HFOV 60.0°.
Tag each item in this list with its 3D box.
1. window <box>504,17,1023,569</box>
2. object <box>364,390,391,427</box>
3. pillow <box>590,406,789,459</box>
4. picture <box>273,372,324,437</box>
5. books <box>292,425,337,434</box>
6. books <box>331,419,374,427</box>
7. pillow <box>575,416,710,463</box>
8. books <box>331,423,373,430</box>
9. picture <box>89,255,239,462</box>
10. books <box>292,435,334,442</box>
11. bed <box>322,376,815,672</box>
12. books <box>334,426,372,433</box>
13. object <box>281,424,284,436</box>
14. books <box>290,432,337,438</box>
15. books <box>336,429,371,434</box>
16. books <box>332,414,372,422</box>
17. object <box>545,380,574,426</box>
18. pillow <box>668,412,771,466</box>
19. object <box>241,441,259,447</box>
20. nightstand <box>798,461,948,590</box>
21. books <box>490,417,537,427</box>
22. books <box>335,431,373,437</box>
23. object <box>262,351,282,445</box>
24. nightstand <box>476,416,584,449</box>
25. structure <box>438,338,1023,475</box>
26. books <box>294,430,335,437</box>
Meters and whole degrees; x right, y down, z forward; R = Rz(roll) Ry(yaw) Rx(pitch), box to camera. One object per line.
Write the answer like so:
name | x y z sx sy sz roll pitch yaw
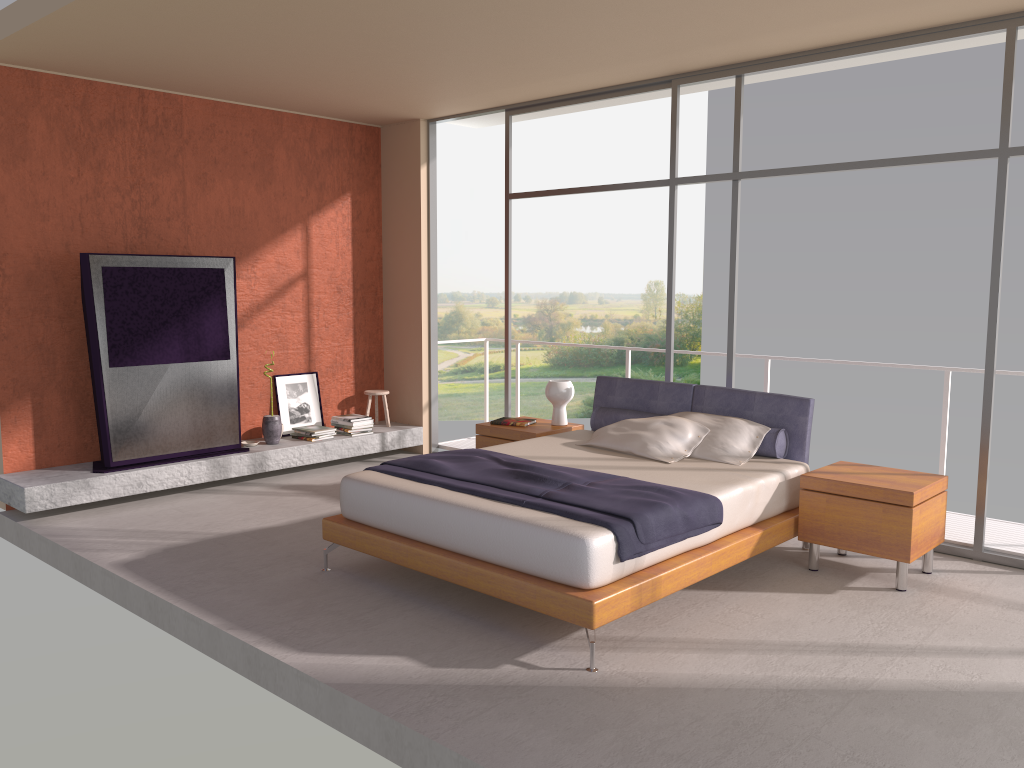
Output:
window | 2.169 -0.567 5.779 6.106 3.133 0.075 6 9 43
object | -1.291 0.239 8.552 0.260 0.349 0.257 2 7 12
pillow | 1.162 0.317 6.020 1.470 0.201 0.205 6 9 43
picture | -1.940 0.179 8.101 0.117 0.550 0.458 6 9 43
books | -1.760 0.403 7.897 0.328 0.018 0.247 6 8 40
books | -1.470 0.345 8.165 0.319 0.038 0.247 6 9 40
pillow | 0.838 0.341 5.797 0.431 0.264 0.869 -5 8 -39
books | -1.470 0.377 8.169 0.328 0.027 0.247 7 9 44
picture | -2.607 -0.222 6.796 0.126 1.496 1.129 6 9 43
books | -1.772 0.470 7.894 0.287 0.025 0.247 6 8 39
bed | 0.449 0.576 5.298 2.017 0.959 2.462 6 9 43
books | -1.459 0.406 8.156 0.247 0.025 0.287 -5 8 -36
object | -2.102 0.424 7.803 0.179 0.137 0.180 -4 8 -34
books | -1.769 0.446 7.907 0.328 0.018 0.247 4 7 27
books | -1.475 0.425 8.178 0.287 0.018 0.247 6 9 42
books | -1.474 0.313 8.166 0.287 0.025 0.247 6 9 42
object | 0.366 0.144 6.813 0.224 0.338 0.224 -4 8 -35
pillow | 1.225 0.345 5.687 0.400 0.265 0.791 -6 9 -44
object | -2.220 0.513 7.517 0.152 0.040 0.152 -1 7 -12
nightstand | 2.070 0.797 5.100 0.628 0.556 0.562 6 9 43
books | 0.013 0.294 6.884 0.287 0.025 0.247 3 7 23
books | -1.470 0.444 8.176 0.328 0.018 0.247 7 9 44
object | -2.055 0.113 7.566 0.165 0.810 0.165 -3 7 -24
nightstand | 0.137 0.587 6.887 0.628 0.556 0.562 6 9 43
structure | 2.297 0.363 6.314 7.689 1.005 0.728 6 9 43
books | -1.756 0.425 7.897 0.247 0.025 0.287 -6 9 -44
